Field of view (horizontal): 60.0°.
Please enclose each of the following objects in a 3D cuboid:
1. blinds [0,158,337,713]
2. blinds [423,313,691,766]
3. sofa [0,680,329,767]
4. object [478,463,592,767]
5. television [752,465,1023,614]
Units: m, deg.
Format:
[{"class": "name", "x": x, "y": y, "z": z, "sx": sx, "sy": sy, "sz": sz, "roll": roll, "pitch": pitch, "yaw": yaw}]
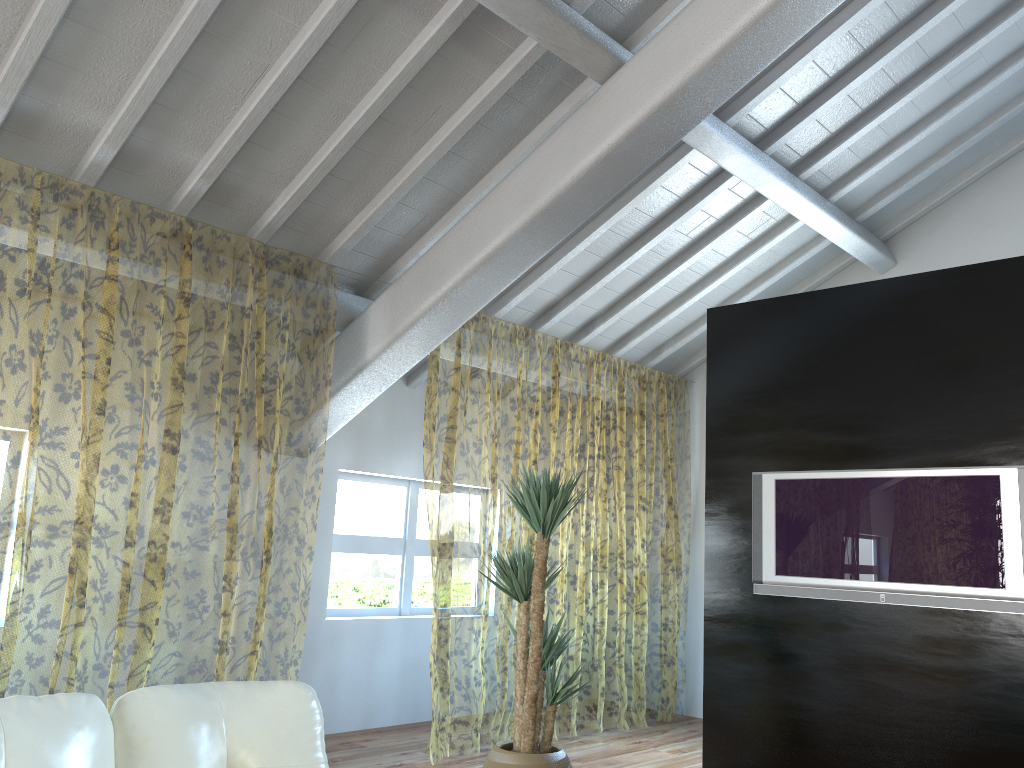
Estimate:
[{"class": "blinds", "x": -2.157, "y": 0.346, "z": 3.171, "sx": 0.306, "sy": 2.546, "sz": 3.505, "roll": -7, "pitch": -15, "yaw": 43}, {"class": "blinds", "x": 0.400, "y": 0.991, "z": 5.864, "sx": 0.306, "sy": 2.546, "sz": 2.780, "roll": -7, "pitch": -15, "yaw": 43}, {"class": "sofa", "x": -1.131, "y": 0.889, "z": 1.025, "sx": 1.359, "sy": 0.805, "sz": 3.047, "roll": -1, "pitch": -12, "yaw": 22}, {"class": "object", "x": 0.091, "y": 1.162, "z": 4.122, "sx": 0.564, "sy": 1.586, "sz": 0.588, "roll": 5, "pitch": -11, "yaw": -13}, {"class": "television", "x": 1.782, "y": 0.732, "z": 4.282, "sx": 1.336, "sy": 0.639, "sz": 0.044, "roll": -7, "pitch": -15, "yaw": 42}]
